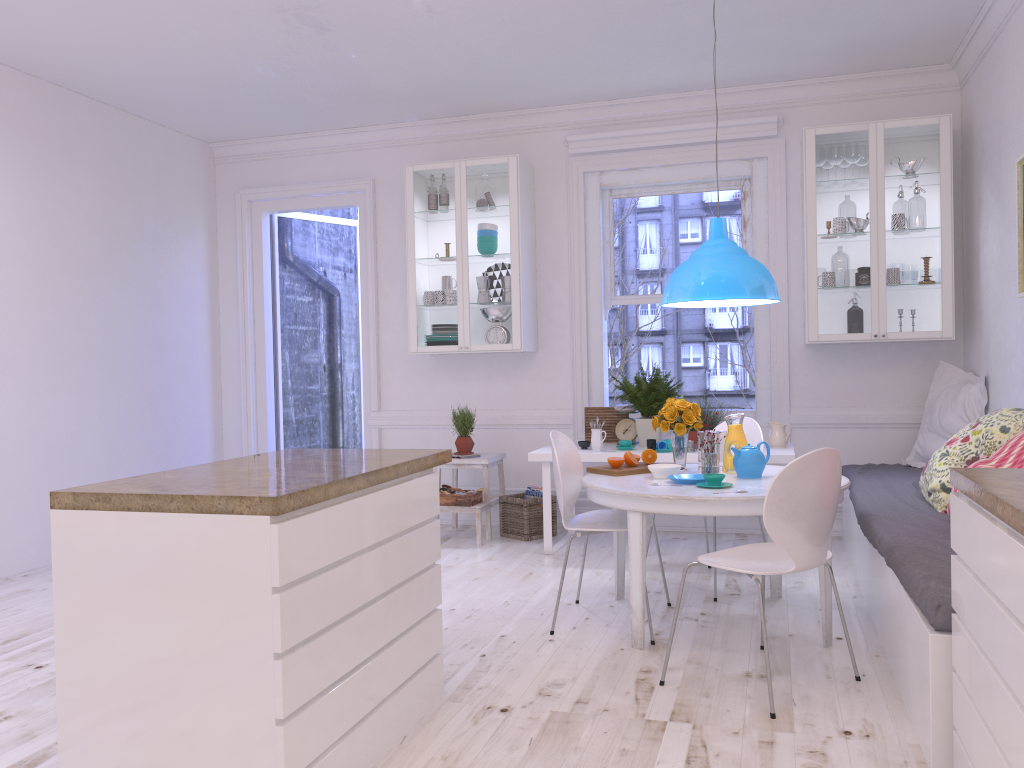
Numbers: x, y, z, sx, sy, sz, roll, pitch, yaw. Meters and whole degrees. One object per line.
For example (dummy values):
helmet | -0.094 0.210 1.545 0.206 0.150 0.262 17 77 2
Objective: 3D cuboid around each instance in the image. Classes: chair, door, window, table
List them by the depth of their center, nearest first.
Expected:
chair | 0.892 0.632 3.119 0.604 0.845 0.483 -2 1 -38
table | 0.878 0.724 3.888 1.140 0.629 1.140 -2 2 -45
chair | 0.420 0.627 3.921 0.483 0.845 0.604 -1 1 16
chair | 1.024 0.601 4.568 0.483 0.845 0.604 -2 1 -28
table | 0.932 0.699 5.416 1.514 0.619 0.736 -1 1 16
window | 1.141 -0.597 6.128 1.234 1.782 0.181 -1 1 16
door | -1.392 -0.217 7.337 1.009 2.474 1.021 -1 1 16

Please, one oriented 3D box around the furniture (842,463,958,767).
furniture | 1.919 0.762 3.883 0.769 0.508 3.296 -1 1 16

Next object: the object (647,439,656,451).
object | 0.801 0.359 5.116 0.055 0.077 0.070 0 1 42

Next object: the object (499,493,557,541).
object | 0.107 0.882 5.930 0.276 0.270 0.276 -2 1 -40

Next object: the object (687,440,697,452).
object | 1.036 0.358 5.113 0.066 0.067 0.052 -1 1 17

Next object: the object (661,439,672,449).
object | 0.906 0.351 5.160 0.069 0.059 0.082 -1 1 -6

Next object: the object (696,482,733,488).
object | 0.821 0.411 3.595 0.147 0.011 0.147 -1 1 19

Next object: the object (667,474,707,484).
object | 0.754 0.403 3.747 0.196 0.023 0.196 -1 1 4

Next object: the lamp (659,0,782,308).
lamp | 0.968 -1.354 4.205 0.568 1.948 0.568 -2 1 -39

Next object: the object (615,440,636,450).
object | 0.682 0.368 5.330 0.121 0.055 0.121 -2 1 -33

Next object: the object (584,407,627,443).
object | 0.626 0.270 5.856 0.294 0.237 0.028 -1 1 16

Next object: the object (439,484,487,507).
object | -0.355 0.722 5.753 0.358 0.110 0.211 -1 1 19

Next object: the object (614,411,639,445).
object | 0.746 0.284 5.709 0.159 0.208 0.185 -1 1 16

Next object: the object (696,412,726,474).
object | 0.873 0.266 3.891 0.128 0.287 0.128 -1 1 18

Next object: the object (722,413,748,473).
object | 1.021 0.270 4.049 0.094 0.267 0.116 0 2 43

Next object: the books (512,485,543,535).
books | 0.117 0.848 5.938 0.205 0.306 0.221 -2 1 -40

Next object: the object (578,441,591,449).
object | 0.444 0.375 5.434 0.079 0.048 0.082 -2 1 -24

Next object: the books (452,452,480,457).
books | -0.361 0.476 5.998 0.180 0.007 0.246 -2 2 -44

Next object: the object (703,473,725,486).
object | 0.820 0.390 3.594 0.088 0.043 0.088 -1 1 24

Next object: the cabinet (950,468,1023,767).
cabinet | 1.327 0.648 1.751 0.654 0.842 1.036 -1 1 16

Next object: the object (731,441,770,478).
object | 1.042 0.330 3.871 0.156 0.151 0.150 -1 1 20

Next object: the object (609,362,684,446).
object | 0.848 0.124 5.555 0.438 0.527 0.368 -1 1 17

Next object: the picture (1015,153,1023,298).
picture | 2.172 -0.695 3.577 0.020 0.629 0.971 -1 1 16

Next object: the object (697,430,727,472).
object | 0.928 0.311 4.104 0.122 0.186 0.101 -2 2 -43

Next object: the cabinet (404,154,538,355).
cabinet | -0.286 -0.871 6.190 0.823 1.311 0.425 -1 1 16

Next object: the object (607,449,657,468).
object | 0.552 0.350 4.199 0.285 0.075 0.129 -2 1 -37

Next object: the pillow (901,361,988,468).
pillow | 2.572 0.183 5.202 0.374 0.642 0.677 -2 1 -13

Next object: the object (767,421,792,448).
object | 1.586 0.301 5.273 0.127 0.152 0.115 -1 1 -1

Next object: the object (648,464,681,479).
object | 0.676 0.387 3.926 0.147 0.052 0.147 -2 1 -31

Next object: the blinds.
blinds | 1.053 -1.661 5.931 1.451 0.131 0.136 -1 1 16

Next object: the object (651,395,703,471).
object | 0.783 0.231 4.154 0.234 0.351 0.235 -2 1 -19

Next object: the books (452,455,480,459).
books | -0.360 0.485 5.998 0.180 0.011 0.246 -2 2 -44

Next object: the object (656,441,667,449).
object | 0.869 0.358 5.158 0.069 0.058 0.080 -1 1 -11

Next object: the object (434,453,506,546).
object | -0.310 0.758 5.957 0.418 0.534 0.599 -1 1 16

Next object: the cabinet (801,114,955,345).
cabinet | 2.225 -0.913 5.446 0.823 1.311 0.425 -1 1 16

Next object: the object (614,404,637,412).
object | 0.741 0.157 5.718 0.163 0.047 0.164 -2 1 -24

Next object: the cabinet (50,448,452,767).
cabinet | -0.686 0.674 2.725 0.654 0.842 1.167 -1 1 16

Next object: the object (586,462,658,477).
object | 0.555 0.399 4.174 0.347 0.024 0.224 -2 1 -33

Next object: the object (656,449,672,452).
object | 0.884 0.384 5.158 0.121 0.021 0.121 -2 1 -33

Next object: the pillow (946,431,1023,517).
pillow | 1.866 0.346 3.208 0.491 0.424 0.587 -1 1 19

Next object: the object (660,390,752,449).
object | 1.165 0.219 5.363 0.668 0.367 0.531 0 1 41

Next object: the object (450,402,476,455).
object | -0.317 0.288 5.970 0.186 0.367 0.196 -2 1 -29

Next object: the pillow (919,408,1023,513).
pillow | 2.063 0.325 3.863 0.509 0.447 0.592 -1 1 21
